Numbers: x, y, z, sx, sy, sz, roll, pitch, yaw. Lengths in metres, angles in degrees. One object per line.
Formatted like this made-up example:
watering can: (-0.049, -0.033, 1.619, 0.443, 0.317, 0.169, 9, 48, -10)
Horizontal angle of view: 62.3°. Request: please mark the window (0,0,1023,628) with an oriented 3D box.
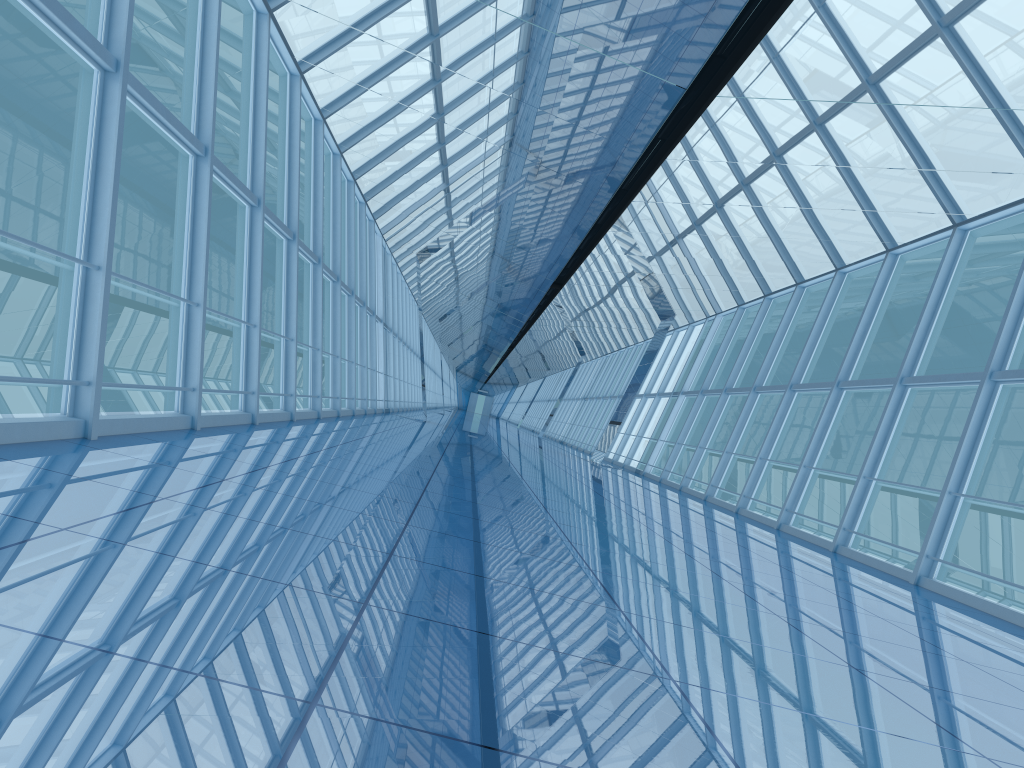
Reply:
window: (-0.885, -0.092, 49.975, 9.919, 4.947, 105.263, 14, -2, -2)
